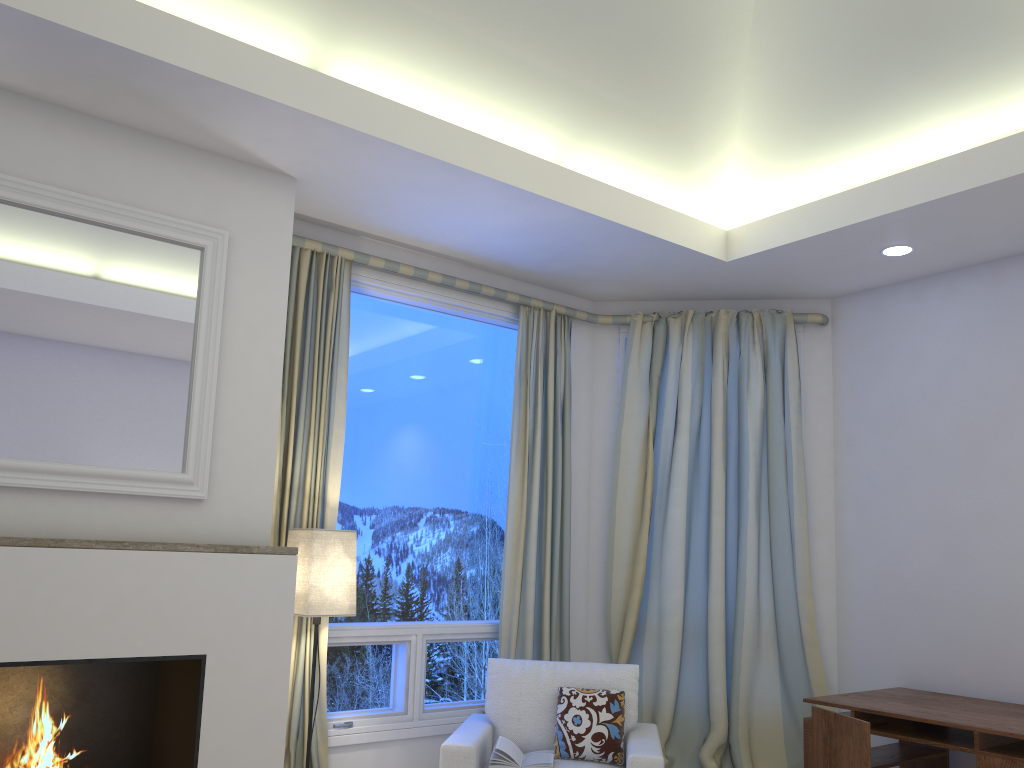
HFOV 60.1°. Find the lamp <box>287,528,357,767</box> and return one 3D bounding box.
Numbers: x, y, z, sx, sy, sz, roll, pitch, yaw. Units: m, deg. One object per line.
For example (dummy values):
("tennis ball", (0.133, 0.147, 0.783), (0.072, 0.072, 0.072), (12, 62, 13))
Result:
("lamp", (-0.079, 1.332, 4.118), (0.320, 1.197, 2.377), (-5, -13, 40))

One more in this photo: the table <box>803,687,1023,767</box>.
("table", (1.735, 1.561, 3.413), (0.743, 0.595, 0.904), (10, -13, -37))

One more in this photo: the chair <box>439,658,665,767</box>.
("chair", (0.173, 1.461, 3.447), (0.806, 0.699, 0.693), (1, -10, 7))

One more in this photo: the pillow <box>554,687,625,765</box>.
("pillow", (0.307, 1.342, 3.483), (0.275, 0.271, 0.137), (1, -9, 7))

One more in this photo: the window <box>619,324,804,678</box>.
("window", (-1.374, 0.262, 2.754), (6.872, 2.010, 0.817), (10, -12, -37))

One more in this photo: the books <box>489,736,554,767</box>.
("books", (0.039, 1.386, 3.313), (0.237, 0.088, 0.195), (1, -11, 4))

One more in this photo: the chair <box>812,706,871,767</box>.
("chair", (1.320, 1.492, 3.163), (0.340, 0.605, 0.343), (4, -9, -12))

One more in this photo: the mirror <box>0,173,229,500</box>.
("mirror", (-1.345, -0.134, 2.793), (0.843, 0.933, 0.039), (9, -11, -37))

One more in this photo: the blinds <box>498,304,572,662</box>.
("blinds", (0.184, 0.758, 4.202), (0.783, 2.371, 0.296), (10, -11, -42))

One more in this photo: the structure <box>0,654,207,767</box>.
("structure", (-1.486, 1.141, 2.736), (0.878, 0.610, 0.477), (10, -12, -37))

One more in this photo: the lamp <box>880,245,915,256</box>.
("lamp", (1.675, -0.572, 3.848), (0.137, 0.014, 0.138), (-3, -12, 24))

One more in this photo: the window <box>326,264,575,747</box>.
("window", (-0.362, 0.564, 4.115), (1.519, 2.011, 0.207), (9, -11, -37))

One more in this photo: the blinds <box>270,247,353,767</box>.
("blinds", (-0.817, 0.586, 3.523), (0.482, 2.381, 0.163), (8, -10, -37))

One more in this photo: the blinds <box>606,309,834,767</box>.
("blinds", (0.899, 0.788, 4.305), (1.770, 2.399, 0.298), (0, -8, 9))
